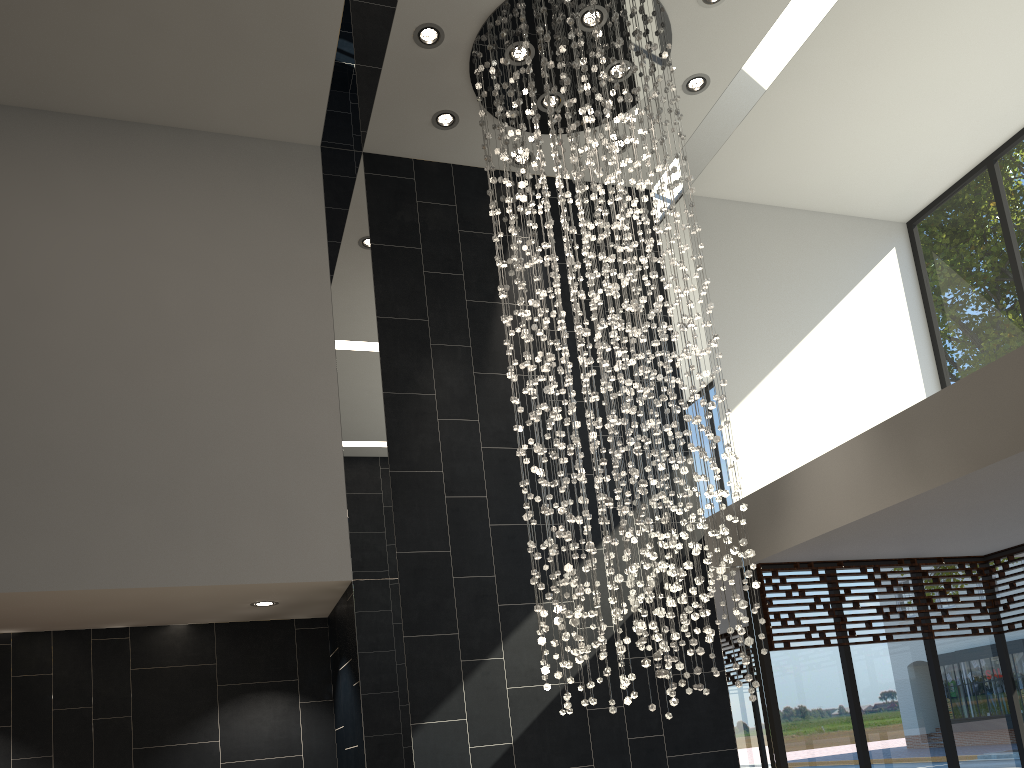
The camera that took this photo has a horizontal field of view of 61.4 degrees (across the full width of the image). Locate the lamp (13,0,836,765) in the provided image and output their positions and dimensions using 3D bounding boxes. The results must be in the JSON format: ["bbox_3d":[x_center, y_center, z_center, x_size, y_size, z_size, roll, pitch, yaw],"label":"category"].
[{"bbox_3d":[-9.401,-41.959,9.085,400.172,107.465,425.146,-8,-22,5],"label":"lamp"}]

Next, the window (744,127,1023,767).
[{"bbox_3d":[3.816,-0.059,4.065,2.354,5.645,6.546,-2,-18,-20],"label":"window"}]
